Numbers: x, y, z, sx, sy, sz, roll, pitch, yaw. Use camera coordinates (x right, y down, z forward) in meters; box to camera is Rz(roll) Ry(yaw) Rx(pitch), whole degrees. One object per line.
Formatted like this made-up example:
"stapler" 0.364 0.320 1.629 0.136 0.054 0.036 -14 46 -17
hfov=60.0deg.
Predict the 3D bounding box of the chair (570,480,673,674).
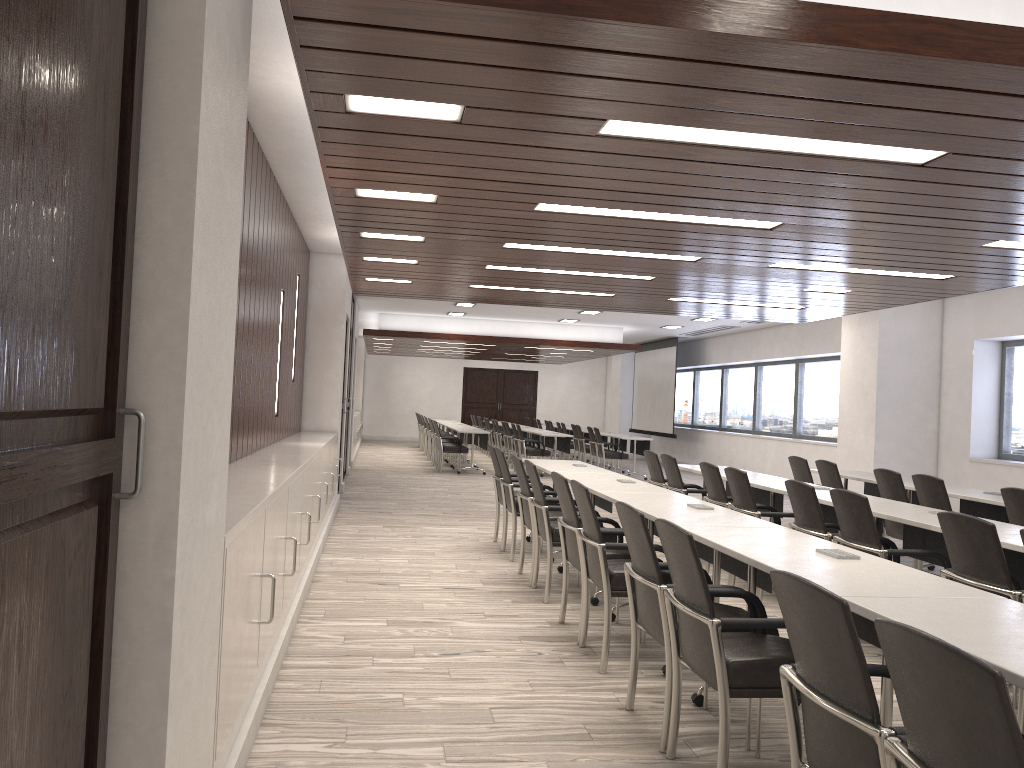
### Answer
"chair" 0.616 0.990 4.701 0.638 0.939 0.513 3 -1 -8

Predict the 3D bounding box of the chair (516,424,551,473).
"chair" 0.374 1.220 16.423 0.638 0.939 0.513 3 -1 -9

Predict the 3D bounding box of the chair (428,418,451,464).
"chair" -1.434 1.174 18.232 0.638 0.939 0.513 3 -1 -8

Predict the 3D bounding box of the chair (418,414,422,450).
"chair" -2.123 1.234 22.733 0.638 0.939 0.513 3 -1 -8

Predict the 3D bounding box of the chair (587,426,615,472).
"chair" 1.762 1.300 17.165 0.638 0.939 0.513 3 -1 -9

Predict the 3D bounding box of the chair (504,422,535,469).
"chair" 0.148 1.241 17.930 0.638 0.939 0.513 3 -1 -9

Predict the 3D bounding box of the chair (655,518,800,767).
"chair" 0.837 0.969 3.196 0.638 0.939 0.513 3 -1 -8

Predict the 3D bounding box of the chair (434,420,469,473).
"chair" -1.120 1.146 16.198 0.638 0.939 0.513 3 -1 -8

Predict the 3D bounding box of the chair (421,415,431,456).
"chair" -1.821 1.207 20.707 0.638 0.939 0.513 3 -1 -8

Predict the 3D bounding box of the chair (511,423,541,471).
"chair" 0.282 1.227 16.948 0.638 0.939 0.513 3 -1 -9

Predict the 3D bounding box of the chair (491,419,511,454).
"chair" -0.168 1.268 19.943 0.638 0.939 0.513 3 -1 -8

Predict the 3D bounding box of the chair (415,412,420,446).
"chair" -2.345 1.255 24.235 0.638 0.939 0.513 3 -1 -8

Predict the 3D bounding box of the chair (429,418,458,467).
"chair" -1.355 1.166 17.704 0.638 0.939 0.513 3 -1 -9

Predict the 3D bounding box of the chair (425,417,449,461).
"chair" -1.590 1.186 19.198 0.638 0.939 0.513 3 -1 -8

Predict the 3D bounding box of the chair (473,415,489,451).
"chair" -0.758 1.323 23.951 0.638 0.939 0.513 3 -1 -8

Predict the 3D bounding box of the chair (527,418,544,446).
"chair" 0.703 1.395 24.166 0.638 0.939 0.513 3 -1 -8

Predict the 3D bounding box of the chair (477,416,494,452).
"chair" -0.612 1.309 22.961 0.638 0.939 0.513 3 -1 -8

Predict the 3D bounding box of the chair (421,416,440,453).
"chair" -1.883 1.215 21.228 0.638 0.939 0.513 3 -1 -9

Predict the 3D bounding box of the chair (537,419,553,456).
"chair" 0.932 1.375 22.661 0.638 0.939 0.513 3 -1 -9

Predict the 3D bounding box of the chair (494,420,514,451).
"chair" -0.087 1.261 19.433 0.638 0.939 0.513 3 -1 -8

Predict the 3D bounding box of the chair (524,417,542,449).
"chair" 0.634 1.403 24.683 0.638 0.939 0.513 3 -1 -8

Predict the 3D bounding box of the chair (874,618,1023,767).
"chair" 1.056 0.949 1.708 0.638 0.939 0.513 3 -1 -9

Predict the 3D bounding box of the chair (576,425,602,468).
"chair" 1.612 1.313 18.155 0.638 0.939 0.513 3 -1 -8

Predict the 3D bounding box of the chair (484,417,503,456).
"chair" -0.388 1.289 21.459 0.638 0.939 0.513 3 -1 -9

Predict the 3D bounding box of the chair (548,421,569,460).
"chair" 1.170 1.355 21.155 0.638 0.939 0.513 3 -1 -9

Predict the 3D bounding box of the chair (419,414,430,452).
"chair" -2.044 1.227 22.214 0.638 0.939 0.513 3 -1 -9

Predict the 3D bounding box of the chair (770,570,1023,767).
"chair" 0.989 0.956 2.227 0.638 0.939 0.513 3 -1 -9

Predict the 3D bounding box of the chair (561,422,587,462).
"chair" 1.387 1.334 19.651 0.638 0.939 0.513 3 -1 -8

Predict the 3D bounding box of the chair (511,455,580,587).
"chair" 0.297 1.017 6.722 0.638 0.939 0.513 3 -1 -9

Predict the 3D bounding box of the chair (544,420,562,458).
"chair" 1.098 1.362 21.676 0.638 0.939 0.513 3 -1 -10

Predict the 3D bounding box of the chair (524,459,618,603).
"chair" 0.389 1.011 6.210 0.638 0.939 0.513 3 -1 -8

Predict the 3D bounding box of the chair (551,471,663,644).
"chair" 0.536 0.997 5.226 0.638 0.939 0.513 3 -1 -9

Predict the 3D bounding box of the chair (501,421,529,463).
"chair" 0.072 1.248 18.444 0.638 0.939 0.513 3 -1 -9

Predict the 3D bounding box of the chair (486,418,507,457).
"chair" -0.319 1.281 20.939 0.638 0.939 0.513 3 -1 -9

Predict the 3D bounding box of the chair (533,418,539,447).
"chair" 0.854 1.382 23.188 0.638 0.939 0.513 3 -1 -8

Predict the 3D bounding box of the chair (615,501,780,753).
"chair" 0.750 0.976 3.723 0.638 0.939 0.513 3 -1 -9

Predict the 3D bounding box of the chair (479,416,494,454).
"chair" -0.542 1.302 22.447 0.638 0.939 0.513 3 -1 -9

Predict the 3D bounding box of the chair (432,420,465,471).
"chair" -1.207 1.153 16.713 0.638 0.939 0.513 3 -1 -9

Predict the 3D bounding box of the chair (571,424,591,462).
"chair" 1.551 1.321 18.674 0.638 0.939 0.513 3 -1 -9

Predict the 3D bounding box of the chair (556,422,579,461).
"chair" 1.310 1.341 20.170 0.638 0.939 0.513 3 -1 -8

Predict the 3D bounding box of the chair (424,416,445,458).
"chair" -1.661 1.194 19.712 0.638 0.939 0.513 3 -1 -8

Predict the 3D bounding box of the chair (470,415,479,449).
"chair" -0.852 1.329 24.461 0.638 0.939 0.513 3 -1 -9

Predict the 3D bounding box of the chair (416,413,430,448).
"chair" -2.263 1.248 23.718 0.638 0.939 0.513 3 -1 -9
